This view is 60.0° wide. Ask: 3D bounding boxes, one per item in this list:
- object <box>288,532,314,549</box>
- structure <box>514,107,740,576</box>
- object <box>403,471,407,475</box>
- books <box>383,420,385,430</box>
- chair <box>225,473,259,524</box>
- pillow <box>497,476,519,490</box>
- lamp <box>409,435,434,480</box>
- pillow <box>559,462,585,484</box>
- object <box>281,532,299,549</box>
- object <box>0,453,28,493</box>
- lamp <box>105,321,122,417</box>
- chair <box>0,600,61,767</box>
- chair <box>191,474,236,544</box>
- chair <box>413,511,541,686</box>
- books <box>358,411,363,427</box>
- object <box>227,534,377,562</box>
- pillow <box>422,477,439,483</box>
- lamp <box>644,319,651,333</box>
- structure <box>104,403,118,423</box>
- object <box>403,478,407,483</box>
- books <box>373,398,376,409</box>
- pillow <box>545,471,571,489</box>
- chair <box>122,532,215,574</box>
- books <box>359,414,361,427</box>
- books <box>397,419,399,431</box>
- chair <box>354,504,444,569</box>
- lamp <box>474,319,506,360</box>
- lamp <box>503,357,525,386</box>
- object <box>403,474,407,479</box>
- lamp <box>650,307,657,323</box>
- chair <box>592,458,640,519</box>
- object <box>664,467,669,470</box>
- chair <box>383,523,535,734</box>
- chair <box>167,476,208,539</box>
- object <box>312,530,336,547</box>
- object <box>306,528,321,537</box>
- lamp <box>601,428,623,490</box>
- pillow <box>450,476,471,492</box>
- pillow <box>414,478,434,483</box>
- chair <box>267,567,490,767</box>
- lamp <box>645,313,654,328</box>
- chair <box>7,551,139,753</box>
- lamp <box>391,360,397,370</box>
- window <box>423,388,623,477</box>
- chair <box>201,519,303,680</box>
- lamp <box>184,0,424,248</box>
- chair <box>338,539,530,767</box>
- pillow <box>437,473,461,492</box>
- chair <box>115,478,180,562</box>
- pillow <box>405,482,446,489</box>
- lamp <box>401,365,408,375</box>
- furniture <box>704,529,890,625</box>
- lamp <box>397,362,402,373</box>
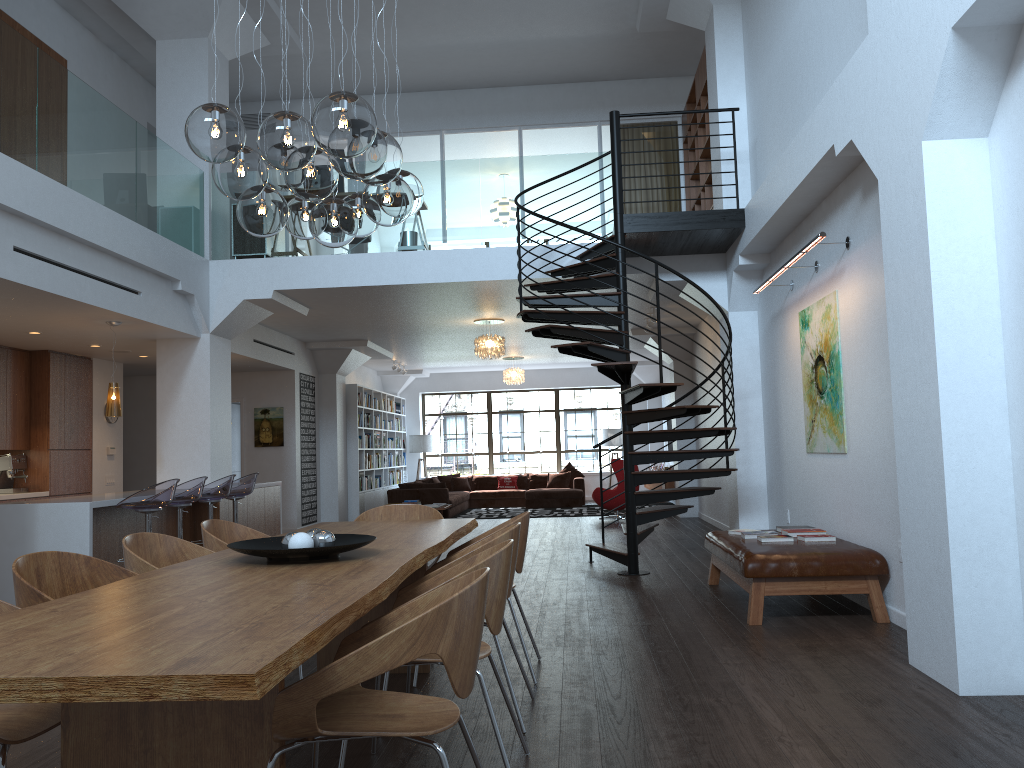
[{"bbox_3d":[-0.835,0.638,3.513,0.100,0.100,0.100,2,-6,-41],"label":"object"},{"bbox_3d":[1.049,-0.429,8.315,1.998,4.352,1.998,1,-5,-35],"label":"structure"},{"bbox_3d":[-2.527,1.969,19.628,0.316,0.088,0.410,-2,-4,4],"label":"object"},{"bbox_3d":[-2.632,0.828,17.823,0.139,0.191,0.036,-2,-4,4],"label":"books"},{"bbox_3d":[-2.853,1.429,9.141,0.481,1.014,0.530,-2,-4,6],"label":"chair"},{"bbox_3d":[-0.092,2.115,18.928,0.465,0.308,0.220,-2,-4,0],"label":"pillow"},{"bbox_3d":[-2.021,1.938,19.909,0.545,1.579,0.545,-1,-4,-7],"label":"lamp"},{"bbox_3d":[1.192,1.954,18.897,0.651,0.587,0.335,0,-5,-17],"label":"pillow"},{"bbox_3d":[-0.886,0.650,3.602,0.100,0.100,0.100,2,-6,-41],"label":"object"},{"bbox_3d":[-5.682,1.019,10.085,0.439,0.455,0.284,-2,-4,4],"label":"object"},{"bbox_3d":[-2.879,-0.547,9.449,0.149,1.807,2.842,-6,-6,43],"label":"lamp"},{"bbox_3d":[-1.536,0.976,2.482,0.618,0.833,0.629,-2,-4,4],"label":"chair"},{"bbox_3d":[-2.896,1.383,8.513,0.481,1.014,0.530,-2,-4,2],"label":"chair"},{"bbox_3d":[-0.178,1.099,4.696,0.617,0.830,0.629,-2,-4,4],"label":"chair"},{"bbox_3d":[-2.760,0.634,15.865,0.176,0.290,0.053,-2,-4,4],"label":"books"},{"bbox_3d":[-0.848,0.671,3.605,0.592,0.066,0.592,2,-6,-38],"label":"object"},{"bbox_3d":[-1.527,2.023,17.363,0.325,0.391,0.625,-3,-5,20],"label":"pillow"},{"bbox_3d":[1.954,-0.838,12.786,0.111,0.211,0.120,-5,-5,38],"label":"lamp"},{"bbox_3d":[-5.233,0.365,11.596,0.040,0.300,0.300,-2,-4,4],"label":"structure"},{"bbox_3d":[-2.514,2.144,19.614,0.331,0.088,0.410,-2,-4,4],"label":"object"},{"bbox_3d":[-2.699,0.385,17.141,0.140,0.231,0.042,-2,-4,4],"label":"books"},{"bbox_3d":[0.978,2.032,18.740,0.542,0.362,0.248,-4,-5,25],"label":"pillow"},{"bbox_3d":[-1.430,1.088,4.006,0.618,0.833,0.629,-2,-4,4],"label":"chair"},{"bbox_3d":[-2.775,0.650,15.703,0.172,0.235,0.112,-2,-4,4],"label":"books"},{"bbox_3d":[-2.538,0.896,19.168,0.183,0.253,0.034,-2,-4,3],"label":"books"},{"bbox_3d":[-0.705,1.177,5.488,0.629,0.833,0.618,-2,-4,-1],"label":"chair"},{"bbox_3d":[-0.314,-0.619,12.465,0.442,0.539,0.441,2,-6,-44],"label":"lamp"},{"bbox_3d":[0.035,-0.248,17.500,0.442,0.539,0.441,2,-6,-44],"label":"lamp"},{"bbox_3d":[-2.517,2.056,19.621,0.331,0.088,0.410,-2,-4,4],"label":"object"},{"bbox_3d":[1.883,-0.913,11.767,0.120,0.211,0.111,0,-5,-22],"label":"lamp"},{"bbox_3d":[1.726,1.710,14.674,0.801,1.006,0.798,-4,-5,29],"label":"chair"},{"bbox_3d":[3.127,1.733,17.929,0.089,0.110,0.089,2,-6,-41],"label":"object"},{"bbox_3d":[-0.237,1.044,3.932,0.618,0.833,0.629,-2,-4,5],"label":"chair"},{"bbox_3d":[-2.957,1.337,7.881,0.481,1.014,0.530,-2,-4,2],"label":"chair"},{"bbox_3d":[-0.763,0.639,3.584,0.100,0.100,0.100,2,-6,-41],"label":"object"},{"bbox_3d":[-0.814,0.647,3.672,0.100,0.100,0.100,2,-6,-41],"label":"object"},{"bbox_3d":[2.272,1.772,19.519,0.545,1.579,0.545,-3,-4,15],"label":"lamp"},{"bbox_3d":[-1.110,2.126,18.856,0.489,0.337,0.238,0,-5,-27],"label":"pillow"},{"bbox_3d":[-1.519,1.893,15.936,0.269,0.411,0.559,2,-6,-40],"label":"pillow"},{"bbox_3d":[-0.337,0.931,2.396,0.618,0.833,0.629,-2,-4,4],"label":"chair"},{"bbox_3d":[1.919,-0.875,12.283,0.120,0.211,0.111,1,-5,-37],"label":"lamp"},{"bbox_3d":[-1.483,1.032,3.246,0.618,0.833,0.629,-2,-4,4],"label":"chair"},{"bbox_3d":[-2.289,-0.366,17.237,0.111,0.211,0.120,-5,-5,38],"label":"lamp"},{"bbox_3d":[0.276,1.116,20.423,4.648,1.905,0.114,-2,-4,4],"label":"window"},{"bbox_3d":[-1.359,1.144,4.781,0.618,0.833,0.629,-2,-4,2],"label":"chair"},{"bbox_3d":[-0.907,-1.740,4.100,0.849,2.140,1.787,-2,-4,3],"label":"lamp"},{"bbox_3d":[-0.271,0.988,3.171,0.618,0.833,0.629,-2,-4,4],"label":"chair"},{"bbox_3d":[-1.294,2.122,18.966,0.580,0.418,0.334,0,-5,-23],"label":"pillow"},{"bbox_3d":[-2.973,1.289,7.250,0.481,1.014,0.530,-2,-4,6],"label":"chair"},{"bbox_3d":[-1.498,1.914,15.666,0.750,0.364,0.289,-2,-4,3],"label":"pillow"},{"bbox_3d":[-2.217,-0.291,18.256,0.120,0.211,0.111,0,-5,-22],"label":"lamp"},{"bbox_3d":[2.003,1.360,6.519,0.907,0.453,1.819,-2,-4,4],"label":"furniture"},{"bbox_3d":[-2.253,-0.329,17.740,0.120,0.211,0.111,1,-5,-37],"label":"lamp"}]
